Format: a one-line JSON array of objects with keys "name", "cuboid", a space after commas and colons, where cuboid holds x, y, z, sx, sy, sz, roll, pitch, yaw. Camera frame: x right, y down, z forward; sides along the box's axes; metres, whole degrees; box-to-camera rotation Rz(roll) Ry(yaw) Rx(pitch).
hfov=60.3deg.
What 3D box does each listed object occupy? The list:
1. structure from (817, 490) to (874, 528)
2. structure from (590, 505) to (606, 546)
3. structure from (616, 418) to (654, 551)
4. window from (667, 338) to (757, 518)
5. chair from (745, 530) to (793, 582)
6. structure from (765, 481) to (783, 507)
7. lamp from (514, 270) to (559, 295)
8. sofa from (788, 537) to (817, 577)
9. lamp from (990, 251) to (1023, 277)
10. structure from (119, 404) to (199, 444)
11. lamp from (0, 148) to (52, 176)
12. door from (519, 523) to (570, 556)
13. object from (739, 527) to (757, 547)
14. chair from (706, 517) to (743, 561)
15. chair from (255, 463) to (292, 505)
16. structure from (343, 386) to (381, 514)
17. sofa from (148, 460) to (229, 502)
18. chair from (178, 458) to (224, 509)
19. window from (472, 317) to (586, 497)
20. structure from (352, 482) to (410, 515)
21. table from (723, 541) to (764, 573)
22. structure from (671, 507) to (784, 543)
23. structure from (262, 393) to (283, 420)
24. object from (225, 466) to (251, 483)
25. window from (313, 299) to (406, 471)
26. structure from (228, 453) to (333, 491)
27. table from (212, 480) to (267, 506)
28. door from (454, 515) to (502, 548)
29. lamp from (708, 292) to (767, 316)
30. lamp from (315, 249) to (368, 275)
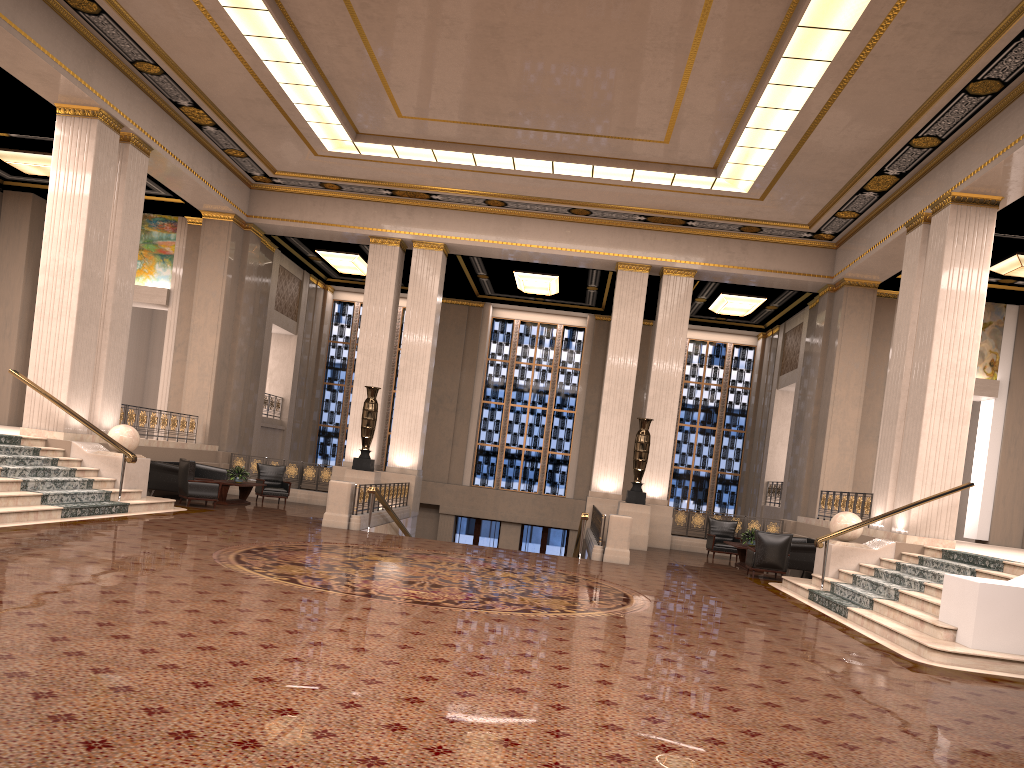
[{"name": "structure", "cuboid": [6.519, 2.415, 17.166, 0.032, 0.623, 3.710, 7, -5, 4]}, {"name": "structure", "cuboid": [1.662, 2.746, 17.470, 0.079, 0.536, 4.957, 7, -5, 4]}, {"name": "structure", "cuboid": [2.682, 2.128, 18.899, 0.699, 2.793, 0.700, 7, 1, 4]}, {"name": "window", "cuboid": [5.759, 1.320, 27.348, 2.985, 5.368, 0.069, 7, 1, 3]}, {"name": "chair", "cuboid": [4.490, 2.995, 15.473, 0.647, 0.845, 0.719, 7, -2, 4]}, {"name": "structure", "cuboid": [7.071, 2.947, 23.602, 0.031, 0.667, 2.164, 7, -5, 4]}, {"name": "lamp", "cuboid": [0.677, -2.692, 23.818, 1.166, 0.214, 2.025, 7, -5, 4]}, {"name": "sofa", "cuboid": [5.582, 3.357, 17.168, 0.874, 0.706, 1.931, 7, -5, 4]}, {"name": "lamp", "cuboid": [10.263, -2.205, 16.910, 1.714, 0.214, 1.173, 7, -5, 4]}, {"name": "structure", "cuboid": [-7.212, 0.841, 17.990, 0.032, 0.623, 3.710, 7, -5, 4]}, {"name": "lamp", "cuboid": [-9.578, -4.479, 18.100, 1.714, 0.214, 1.173, 7, -5, 4]}, {"name": "door", "cuboid": [0.885, 5.713, 27.224, 1.490, 2.729, 0.155, 7, 1, 3]}, {"name": "object", "cuboid": [4.689, 2.977, 17.201, 0.499, 0.376, 0.529, 5, -4, 36]}, {"name": "chair", "cuboid": [4.550, 3.335, 18.914, 0.648, 0.845, 0.718, 7, -2, -1]}, {"name": "chair", "cuboid": [-5.295, 2.206, 19.501, 0.652, 0.845, 0.714, 8, -2, -31]}, {"name": "structure", "cuboid": [-3.193, 1.455, 19.252, 0.699, 2.793, 0.700, 7, 1, 4]}, {"name": "sofa", "cuboid": [-6.534, 1.968, 17.894, 0.874, 0.706, 1.931, 7, -5, 4]}, {"name": "chair", "cuboid": [-5.775, 1.833, 16.242, 0.722, 0.845, 0.644, 8, -2, -36]}, {"name": "window", "cuboid": [0.528, 0.721, 27.662, 2.985, 5.368, 0.069, 7, 1, 3]}, {"name": "structure", "cuboid": [-2.532, 2.266, 17.721, 0.079, 0.536, 4.959, 7, -5, 5]}, {"name": "table", "cuboid": [4.656, 3.385, 17.221, 0.838, 0.435, 1.481, 7, -5, 4]}, {"name": "structure", "cuboid": [4.913, 3.289, 20.170, 2.532, 0.656, 0.032, 7, 1, 3]}, {"name": "structure", "cuboid": [-6.752, 0.612, 24.423, 0.031, 0.667, 2.164, 7, -5, 4]}, {"name": "object", "cuboid": [-5.498, 1.799, 17.711, 0.499, 0.376, 0.529, 5, -4, 36]}, {"name": "window", "cuboid": [-4.529, 0.141, 27.965, 2.985, 5.368, 0.069, 7, 1, 3]}, {"name": "structure", "cuboid": [-5.436, 2.103, 20.790, 2.532, 0.656, 0.032, 7, 1, 3]}, {"name": "table", "cuboid": [-5.639, 2.205, 17.839, 0.838, 0.435, 1.481, 7, -5, 4]}, {"name": "door", "cuboid": [-1.185, 5.476, 27.349, 1.490, 2.729, 0.155, 7, 1, 3]}, {"name": "lamp", "cuboid": [5.979, -2.084, 23.500, 1.166, 0.214, 2.025, 7, -5, 4]}, {"name": "lamp", "cuboid": [-4.535, -3.289, 24.130, 1.166, 0.214, 2.025, 7, -5, 4]}]
